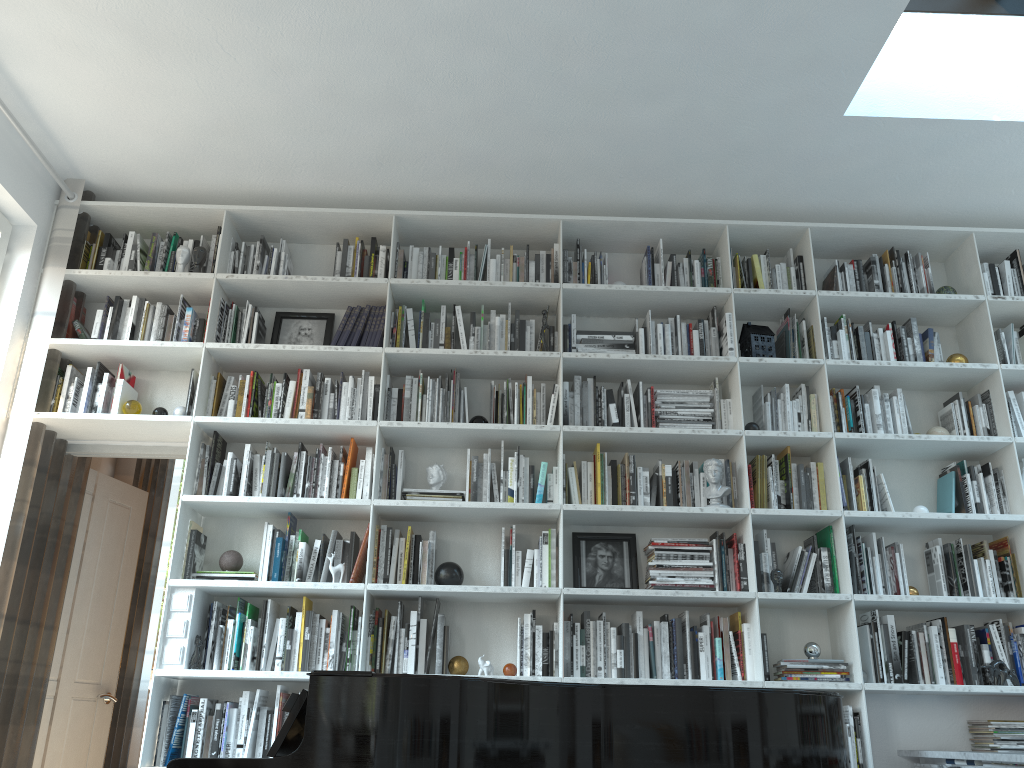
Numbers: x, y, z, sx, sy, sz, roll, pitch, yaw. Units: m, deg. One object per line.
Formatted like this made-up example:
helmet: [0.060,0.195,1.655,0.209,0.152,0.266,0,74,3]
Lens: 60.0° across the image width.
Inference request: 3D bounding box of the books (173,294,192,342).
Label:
books: [-1.633,-0.267,4.404,0.012,0.302,0.190,1,-21,-1]

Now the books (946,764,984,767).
books: [1.843,1.493,3.465,0.159,0.007,0.286,2,-22,-2]

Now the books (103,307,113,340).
books: [-1.963,-0.241,4.383,0.022,0.227,0.172,1,-21,-1]

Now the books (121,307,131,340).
books: [-1.890,-0.238,4.402,0.024,0.238,0.156,1,-21,-1]

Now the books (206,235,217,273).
books: [-1.518,-0.594,4.543,0.022,0.285,0.176,1,-21,-1]

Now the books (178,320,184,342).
books: [-1.613,-0.204,4.398,0.031,0.182,0.152,1,-21,-1]

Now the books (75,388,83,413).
books: [-2.054,0.128,4.270,0.029,0.184,0.135,1,-21,-1]

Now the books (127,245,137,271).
books: [-1.900,-0.573,4.505,0.030,0.205,0.176,1,-21,-1]

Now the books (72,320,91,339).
books: [-2.106,-0.213,4.392,0.121,0.175,0.130,2,-21,-1]

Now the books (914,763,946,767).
books: [1.832,1.608,3.734,0.159,0.011,0.247,3,-22,-4]

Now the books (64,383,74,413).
books: [-2.092,0.115,4.255,0.029,0.196,0.161,1,-21,-1]

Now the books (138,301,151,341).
books: [-1.802,-0.255,4.395,0.013,0.267,0.162,1,-21,-1]

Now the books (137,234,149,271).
books: [-1.865,-0.601,4.510,0.057,0.261,0.191,1,-21,-1]

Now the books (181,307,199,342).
books: [-1.582,-0.233,4.386,0.029,0.228,0.192,1,-21,-1]

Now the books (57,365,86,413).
books: [-2.116,0.072,4.262,0.023,0.280,0.171,1,-21,-1]

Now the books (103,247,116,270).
books: [-2.021,-0.566,4.501,0.028,0.185,0.182,1,-21,-1]

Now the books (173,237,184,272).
books: [-1.695,-0.592,4.540,0.013,0.274,0.159,1,-21,-1]

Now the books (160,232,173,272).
books: [-1.760,-0.610,4.538,0.014,0.303,0.146,1,-21,-1]

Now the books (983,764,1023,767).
books: [1.841,1.377,3.183,0.165,0.015,0.244,3,-22,-6]

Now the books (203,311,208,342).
books: [-1.506,-0.224,4.415,0.014,0.235,0.144,1,-21,-1]

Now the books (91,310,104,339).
books: [-2.028,-0.234,4.390,0.034,0.217,0.167,1,-21,-1]

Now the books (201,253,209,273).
books: [-1.544,-0.547,4.525,0.028,0.184,0.168,1,-21,-1]

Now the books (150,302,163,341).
books: [-1.739,-0.250,4.393,0.025,0.260,0.167,1,-21,-1]

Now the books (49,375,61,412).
books: [-2.161,0.096,4.251,0.013,0.227,0.179,1,-21,-1]

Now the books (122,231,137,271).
books: [-1.928,-0.606,4.527,0.028,0.282,0.190,1,-21,-1]

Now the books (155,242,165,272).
books: [-1.783,-0.584,4.542,0.030,0.256,0.130,1,-21,-1]

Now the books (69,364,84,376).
books: [-2.135,0.071,4.287,0.013,0.301,0.135,1,-21,-1]

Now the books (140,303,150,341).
books: [-1.790,-0.246,4.391,0.012,0.248,0.192,1,-21,-1]

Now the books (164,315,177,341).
books: [-1.683,-0.220,4.402,0.028,0.211,0.139,1,-21,-1]

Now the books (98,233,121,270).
books: [-2.047,-0.606,4.515,0.025,0.268,0.178,1,-21,-1]

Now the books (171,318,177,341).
books: [-1.655,-0.209,4.408,0.029,0.197,0.144,1,-21,-1]

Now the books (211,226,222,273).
books: [-1.500,-0.619,4.547,0.014,0.336,0.168,1,-21,-1]

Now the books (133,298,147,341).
books: [-1.828,-0.263,4.407,0.037,0.290,0.156,1,-21,-1]

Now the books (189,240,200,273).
books: [-1.607,-0.585,4.532,0.027,0.258,0.147,1,-21,-1]

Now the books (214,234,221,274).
books: [-1.455,-0.589,4.504,0.024,0.251,0.236,1,-21,-1]

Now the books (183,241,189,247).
books: [-1.655,-0.582,4.523,0.025,0.242,0.168,1,-21,-1]

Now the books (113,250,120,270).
books: [-1.992,-0.561,4.527,0.031,0.195,0.145,1,-21,-1]

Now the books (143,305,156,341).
books: [-1.774,-0.243,4.391,0.021,0.243,0.174,1,-21,-1]

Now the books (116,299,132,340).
books: [-1.915,-0.261,4.411,0.028,0.287,0.133,1,-21,-1]

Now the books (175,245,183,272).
books: [-1.678,-0.569,4.531,0.021,0.225,0.157,1,-21,-1]

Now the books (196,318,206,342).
books: [-1.526,-0.207,4.393,0.026,0.187,0.155,1,-21,-1]

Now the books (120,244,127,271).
books: [-1.954,-0.577,4.526,0.024,0.226,0.158,1,-21,-1]

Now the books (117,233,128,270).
books: [-1.971,-0.606,4.527,0.010,0.280,0.161,1,-21,-1]

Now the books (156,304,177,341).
books: [-1.711,-0.245,4.391,0.030,0.250,0.166,1,-21,-1]

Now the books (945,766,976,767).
books: [1.841,1.505,3.461,0.163,0.018,0.291,2,-22,-2]

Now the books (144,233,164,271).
books: [-1.817,-0.603,4.529,0.039,0.281,0.182,1,-21,-1]

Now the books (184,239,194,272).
books: [-1.632,-0.582,4.534,0.021,0.252,0.180,1,-21,-1]

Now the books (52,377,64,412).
books: [-2.148,0.099,4.251,0.013,0.221,0.163,1,-21,-1]

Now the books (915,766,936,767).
books: [1.832,1.617,3.730,0.167,0.008,0.235,2,-22,-2]

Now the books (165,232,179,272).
books: [-1.739,-0.610,4.550,0.029,0.313,0.129,1,-21,-1]

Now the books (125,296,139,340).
books: [-1.856,-0.269,4.387,0.021,0.285,0.179,1,-21,-1]

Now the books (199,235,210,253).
books: [-1.587,-0.595,4.550,0.013,0.290,0.155,1,-21,-1]

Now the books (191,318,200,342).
books: [-1.554,-0.206,4.407,0.029,0.195,0.147,1,-21,-1]

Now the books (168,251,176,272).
books: [-1.714,-0.554,4.518,0.024,0.186,0.160,1,-21,-1]

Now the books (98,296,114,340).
books: [-2.004,-0.269,4.407,0.011,0.295,0.163,1,-21,-1]

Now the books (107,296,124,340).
books: [-1.940,-0.268,4.388,0.023,0.281,0.186,1,-21,-1]

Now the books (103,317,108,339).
books: [-1.987,-0.216,4.400,0.024,0.191,0.138,1,-21,-1]

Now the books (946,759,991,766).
books: [1.832,1.480,3.470,0.171,0.020,0.194,3,-22,-6]

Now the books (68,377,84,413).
books: [-2.072,0.102,4.252,0.010,0.219,0.182,1,-21,-1]

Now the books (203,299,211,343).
books: [-1.492,-0.255,4.414,0.014,0.293,0.173,1,-21,-1]
